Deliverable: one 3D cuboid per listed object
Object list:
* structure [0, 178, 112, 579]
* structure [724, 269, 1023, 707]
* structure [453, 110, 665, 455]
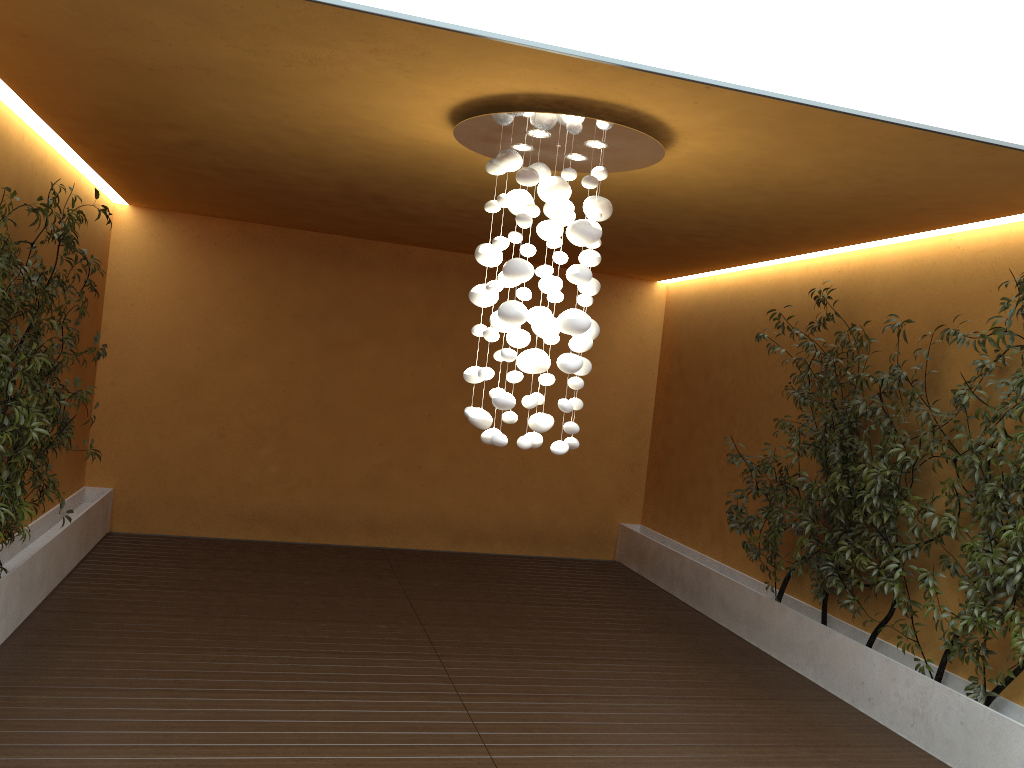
[{"bbox_3d":[-2.471,0.000,4.247,0.622,2.483,3.166,6,0,-16],"label":"structure"},{"bbox_3d":[2.257,0.512,5.491,0.622,2.483,3.166,6,0,-16],"label":"structure"},{"bbox_3d":[0.144,-0.438,4.211,1.002,1.529,1.002,7,0,34],"label":"structure"}]
